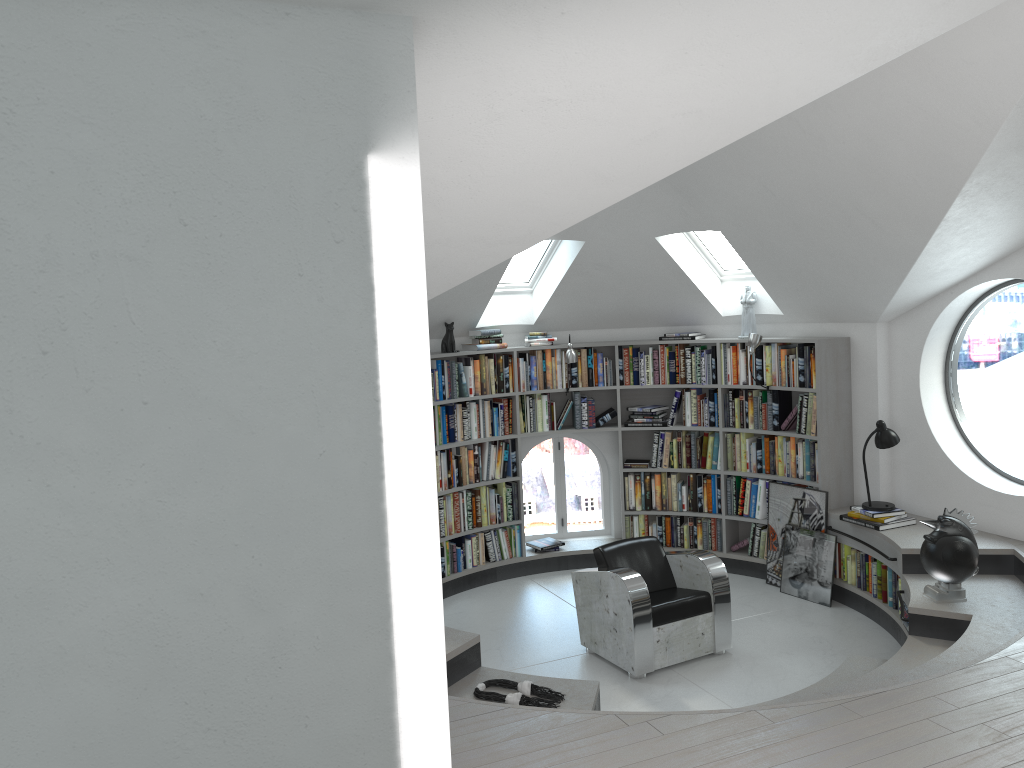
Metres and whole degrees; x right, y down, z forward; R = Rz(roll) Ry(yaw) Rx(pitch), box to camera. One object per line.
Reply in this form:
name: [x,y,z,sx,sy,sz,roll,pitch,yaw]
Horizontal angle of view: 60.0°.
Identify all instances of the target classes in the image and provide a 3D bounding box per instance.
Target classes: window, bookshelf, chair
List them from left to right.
window: [-0.439,1.069,7.857,3.235,1.149,0.617,-6,5,-37]
window: [0.269,-1.101,7.148,4.058,0.712,1.935,-5,5,-23]
bookshelf: [0.352,0.663,7.253,4.336,1.877,2.111,-5,5,-23]
chair: [0.957,1.497,6.159,0.824,0.718,0.742,-5,5,-28]
window: [3.638,-0.012,6.112,0.104,1.467,1.472,-4,5,-23]

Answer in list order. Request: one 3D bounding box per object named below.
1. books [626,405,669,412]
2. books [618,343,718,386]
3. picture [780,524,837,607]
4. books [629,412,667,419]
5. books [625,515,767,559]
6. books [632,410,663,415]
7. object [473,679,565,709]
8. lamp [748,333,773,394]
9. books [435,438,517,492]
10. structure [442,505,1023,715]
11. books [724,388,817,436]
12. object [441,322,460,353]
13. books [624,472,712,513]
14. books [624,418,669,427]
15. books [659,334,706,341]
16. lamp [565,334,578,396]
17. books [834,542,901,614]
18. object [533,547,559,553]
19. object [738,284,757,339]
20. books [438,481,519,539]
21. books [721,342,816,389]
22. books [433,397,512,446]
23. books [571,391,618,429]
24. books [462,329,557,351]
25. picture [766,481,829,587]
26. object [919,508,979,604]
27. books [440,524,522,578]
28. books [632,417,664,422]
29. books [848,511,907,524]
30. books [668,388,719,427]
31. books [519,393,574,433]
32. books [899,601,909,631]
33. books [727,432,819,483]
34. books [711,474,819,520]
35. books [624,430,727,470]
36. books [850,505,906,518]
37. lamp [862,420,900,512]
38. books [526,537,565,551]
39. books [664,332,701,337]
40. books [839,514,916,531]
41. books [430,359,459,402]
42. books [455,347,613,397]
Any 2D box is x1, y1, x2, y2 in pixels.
books: [1.250,0.224,8.155,0.269,0.031,0.286,-7,7,-43]
books: [1.406,-0.185,8.016,0.969,0.367,0.306,-1,5,20]
picture: [2.349,1.434,7.038,0.107,0.554,0.490,-5,5,-33]
books: [1.253,0.286,8.158,0.285,0.031,0.270,0,6,27]
books: [1.703,1.327,7.963,1.497,0.310,0.360,0,5,29]
books: [1.251,0.255,8.157,0.226,0.036,0.214,0,6,27]
object: [0.030,1.521,4.340,0.473,0.082,0.218,0,6,29]
lamp: [2.063,-0.165,7.299,0.275,0.524,0.112,-5,4,-33]
books: [-0.390,0.693,7.767,0.999,0.351,0.297,-7,6,-40]
structure: [0.936,1.515,6.035,4.708,0.692,4.720,-1,6,22]
books: [2.244,0.214,7.468,0.280,0.357,1.053,-6,6,-37]
object: [-0.535,-0.401,7.618,0.147,0.264,0.202,-5,5,-27]
books: [1.441,0.962,8.089,0.872,0.350,0.272,-1,4,18]
books: [1.256,0.350,8.162,0.388,0.042,0.366,-1,5,17]
books: [1.542,-0.419,8.010,0.336,0.036,0.317,0,6,29]
lamp: [0.484,-0.161,7.840,0.113,0.565,0.358,-4,4,-16]
books: [2.720,1.409,6.554,0.272,0.297,1.149,-3,5,-9]
object: [0.308,1.508,8.195,0.226,0.036,0.214,-3,5,-6]
object: [2.024,-0.623,7.596,0.179,0.472,0.179,-4,4,-14]
books: [-0.362,1.077,7.800,1.033,0.357,0.293,-7,6,-38]
books: [2.219,-0.170,7.455,0.293,0.361,1.014,-6,6,-41]
books: [-0.433,0.314,7.777,1.029,0.358,0.301,-6,6,-37]
books: [0.763,0.226,8.150,0.399,0.340,0.224,-3,4,-3]
books: [-0.649,-0.313,7.182,0.747,0.173,2.820,1,6,37]
picture: [2.311,1.260,7.209,0.090,0.861,0.579,-5,5,-33]
object: [2.676,1.035,5.427,0.320,0.561,0.320,1,5,40]
books: [-0.356,1.441,7.808,1.020,0.306,0.288,-7,6,-38]
books: [1.254,0.317,8.160,0.285,0.031,0.270,-2,5,12]
books: [2.724,0.975,6.609,0.286,0.034,0.305,-6,6,-33]
books: [1.677,0.196,7.965,0.553,0.350,0.256,-1,5,23]
books: [-0.474,0.347,7.506,2.533,0.370,0.591,-7,7,-42]
books: [2.623,1.565,5.617,0.240,0.167,0.666,-1,5,17]
books: [2.270,0.596,7.491,0.276,0.347,1.021,-6,6,-38]
books: [2.233,0.975,7.558,0.304,0.358,1.184,-6,6,-42]
books: [1.500,0.581,8.028,0.973,0.351,0.252,-1,4,19]
books: [2.722,0.942,6.607,0.269,0.031,0.286,-4,5,-13]
lamp: [2.741,0.598,6.595,0.322,0.659,0.234,-3,4,-8]
books: [0.307,1.478,8.193,0.269,0.029,0.253,-6,6,-33]
books: [1.541,-0.447,8.009,0.247,0.027,0.233,2,7,39]
books: [2.725,1.011,6.611,0.366,0.042,0.388,-5,6,-23]
books: [-0.748,-0.023,7.466,0.265,0.345,0.683,1,6,43]
books: [0.180,-0.126,8.001,1.566,0.366,0.394,-4,5,-18]
